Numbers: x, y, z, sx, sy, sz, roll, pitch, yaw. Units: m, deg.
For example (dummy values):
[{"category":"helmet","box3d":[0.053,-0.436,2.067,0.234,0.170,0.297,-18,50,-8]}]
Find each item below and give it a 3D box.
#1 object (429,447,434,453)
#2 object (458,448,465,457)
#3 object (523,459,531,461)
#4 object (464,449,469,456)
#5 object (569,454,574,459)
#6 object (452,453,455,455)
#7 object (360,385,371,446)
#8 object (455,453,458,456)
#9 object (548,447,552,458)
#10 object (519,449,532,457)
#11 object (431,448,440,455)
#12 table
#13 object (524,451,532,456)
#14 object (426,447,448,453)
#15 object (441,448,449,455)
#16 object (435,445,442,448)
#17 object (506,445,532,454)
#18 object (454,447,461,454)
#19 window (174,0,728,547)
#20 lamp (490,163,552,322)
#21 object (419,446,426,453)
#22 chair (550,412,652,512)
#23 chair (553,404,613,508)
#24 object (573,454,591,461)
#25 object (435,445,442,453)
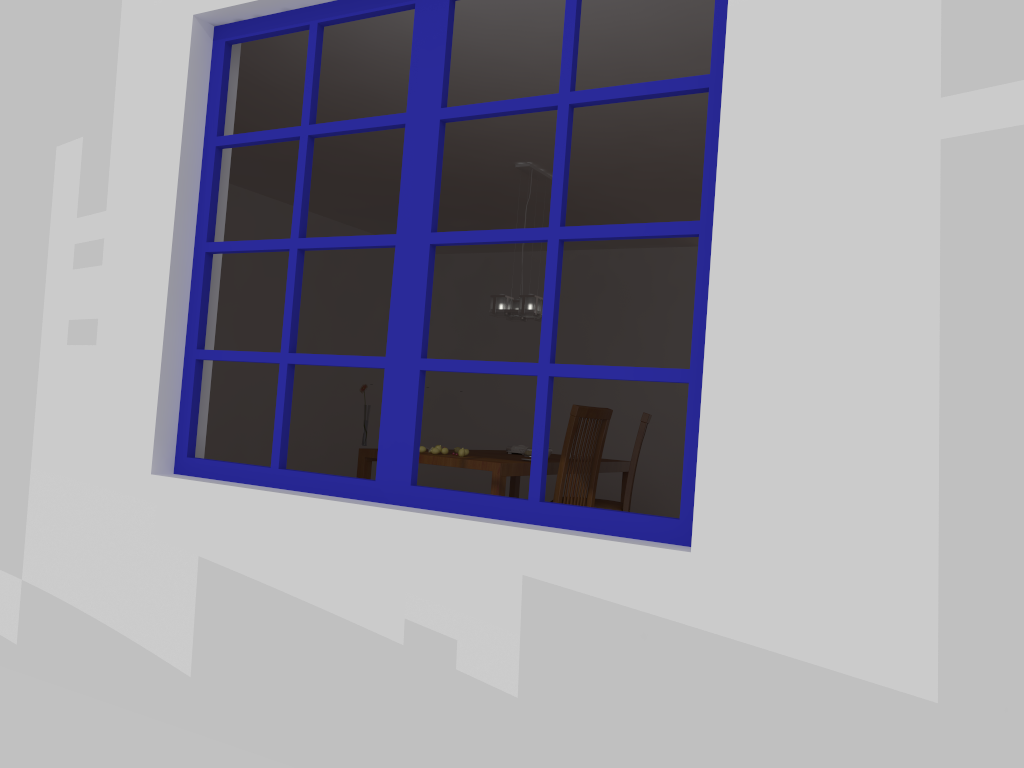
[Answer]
[{"category":"object","box3d":[-0.442,0.365,4.898,0.033,0.036,0.039,5,-2,-23]},{"category":"object","box3d":[-0.270,0.369,4.780,0.038,0.053,0.039,5,-3,-26]},{"category":"object","box3d":[0.105,0.422,4.906,0.108,0.008,0.108,5,-2,-6]},{"category":"object","box3d":[-0.257,0.376,4.871,0.042,0.041,0.041,4,-2,4]},{"category":"object","box3d":[0.371,0.456,5.616,0.065,0.037,0.065,2,-3,43]},{"category":"object","box3d":[-0.321,0.384,4.881,0.012,0.014,0.014,4,-2,18]},{"category":"object","box3d":[-0.877,0.181,5.234,0.085,0.365,0.050,3,-3,27]},{"category":"object","box3d":[-0.302,0.385,4.841,0.014,0.012,0.014,3,-3,33]},{"category":"object","box3d":[0.195,0.410,5.347,0.096,0.079,0.096,3,-2,25]},{"category":"object","box3d":[0.118,0.428,5.463,0.151,0.041,0.151,5,-2,-11]},{"category":"object","box3d":[-0.412,0.361,4.764,0.043,0.038,0.043,4,-2,19]},{"category":"table","box3d":[-0.038,0.806,5.407,0.900,0.740,1.800,3,-3,29]},{"category":"object","box3d":[0.104,0.424,5.442,0.060,0.033,0.048,3,-3,28]},{"category":"object","box3d":[-0.420,0.371,4.967,0.091,0.032,0.092,3,-3,29]},{"category":"object","box3d":[-0.368,0.369,4.865,0.041,0.039,0.044,5,-2,-7]},{"category":"object","box3d":[-0.415,0.360,4.983,0.042,0.038,0.043,4,-2,6]},{"category":"object","box3d":[0.063,0.423,5.710,0.176,0.062,0.195,4,-2,14]},{"category":"object","box3d":[-0.308,0.381,5.074,0.042,0.041,0.041,4,-2,15]},{"category":"window","box3d":[-0.260,-0.390,2.402,1.699,1.430,0.035,3,-3,29]},{"category":"lamp","box3d":[0.102,-0.856,5.441,0.304,0.919,0.304,3,-3,29]},{"category":"object","box3d":[-0.491,0.357,4.831,0.043,0.038,0.043,4,-2,19]},{"category":"chair","box3d":[0.532,0.689,5.435,0.574,1.063,0.444,4,-2,10]},{"category":"chair","box3d":[0.192,0.639,4.828,0.574,1.063,0.444,3,-3,39]},{"category":"object","box3d":[0.428,0.454,5.459,0.136,0.036,0.136,5,-2,-13]},{"category":"object","box3d":[-0.405,0.357,4.856,0.039,0.049,0.039,3,-3,37]}]
